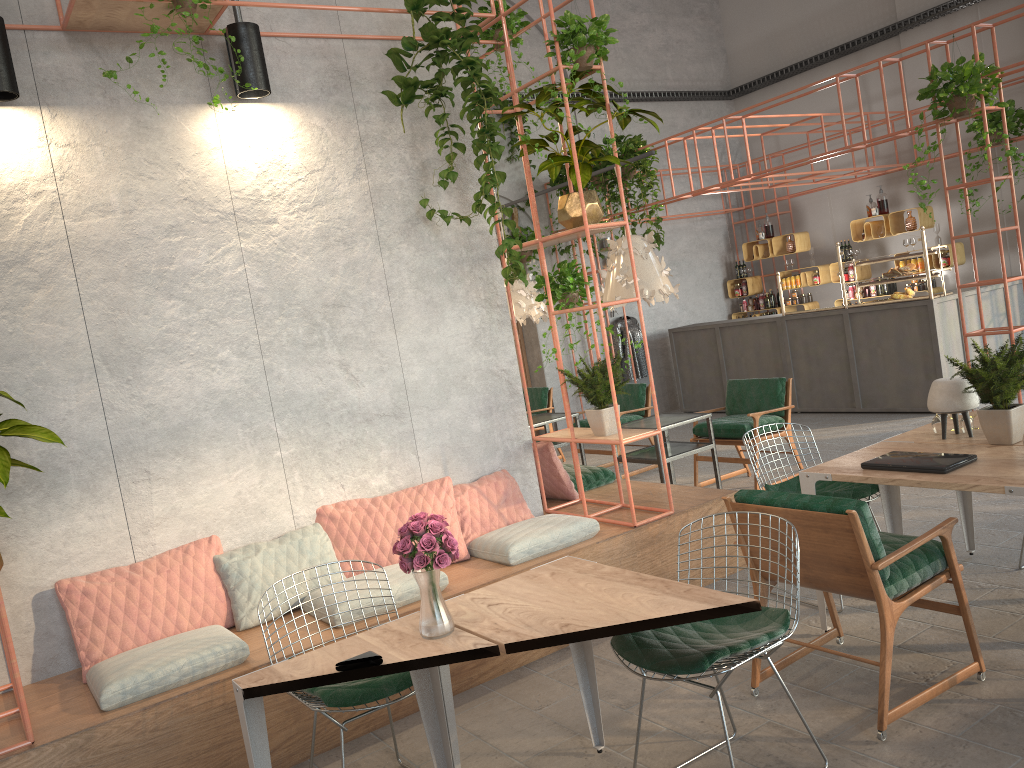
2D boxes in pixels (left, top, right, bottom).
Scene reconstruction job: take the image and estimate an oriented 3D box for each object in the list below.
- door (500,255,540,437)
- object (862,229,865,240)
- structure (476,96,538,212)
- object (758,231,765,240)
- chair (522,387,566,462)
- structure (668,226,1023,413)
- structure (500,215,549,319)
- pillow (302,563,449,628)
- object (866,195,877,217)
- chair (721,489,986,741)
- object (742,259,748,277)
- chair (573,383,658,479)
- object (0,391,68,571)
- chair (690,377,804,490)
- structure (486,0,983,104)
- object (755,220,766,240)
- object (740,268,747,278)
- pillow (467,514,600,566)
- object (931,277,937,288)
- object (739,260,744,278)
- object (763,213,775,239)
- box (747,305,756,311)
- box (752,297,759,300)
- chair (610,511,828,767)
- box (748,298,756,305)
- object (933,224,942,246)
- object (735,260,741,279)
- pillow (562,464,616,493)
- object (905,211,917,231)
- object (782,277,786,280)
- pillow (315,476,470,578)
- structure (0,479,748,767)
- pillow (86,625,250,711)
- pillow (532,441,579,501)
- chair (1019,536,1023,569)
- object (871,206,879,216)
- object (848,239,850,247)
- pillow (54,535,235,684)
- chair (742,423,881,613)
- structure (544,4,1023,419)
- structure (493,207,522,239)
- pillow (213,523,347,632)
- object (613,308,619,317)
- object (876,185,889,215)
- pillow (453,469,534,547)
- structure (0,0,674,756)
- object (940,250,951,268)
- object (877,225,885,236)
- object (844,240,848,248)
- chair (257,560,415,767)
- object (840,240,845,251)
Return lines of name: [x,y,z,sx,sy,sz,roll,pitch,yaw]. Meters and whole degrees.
door: [-0.531,-0.431,12.418,1.360,2.729,0.551,-13,5,-33]
object: [4.795,-2.033,12.017,0.097,0.148,0.097,-13,6,-36]
structure: [-0.527,-2.931,11.514,1.939,1.514,0.856,-13,6,-39]
object: [3.755,-2.233,13.333,0.088,0.123,0.088,-8,5,23]
chair: [0.112,0.542,10.646,0.685,0.930,0.722,-13,5,-33]
structure: [4.450,-0.860,11.809,2.579,2.022,4.057,-13,5,-33]
structure: [0.106,-1.593,12.125,0.950,1.527,0.921,-13,5,-34]
pillow: [-0.713,1.083,4.614,0.637,0.149,0.491,-13,5,-32]
object: [4.844,-2.400,11.947,0.134,0.301,0.134,-14,6,-44]
chair: [1.434,0.859,3.790,0.685,0.917,0.722,-13,5,-33]
object: [3.652,-1.818,13.937,0.066,0.291,0.066,-9,5,7]
chair: [1.055,0.497,9.192,0.685,0.930,0.722,-13,5,-33]
object: [-2.268,0.390,3.512,0.934,0.919,0.903,-7,5,29]
chair: [2.019,0.450,7.708,0.685,0.929,0.722,-13,5,-33]
structure: [1.414,-3.444,3.971,15.603,0.110,15.203,-13,5,-33]
object: [3.799,-2.350,13.557,0.134,0.301,0.134,-14,6,-44]
object: [3.603,-1.723,13.777,0.115,0.147,0.115,-9,5,12]
pillow: [0.123,0.895,5.163,0.637,0.149,0.491,-13,5,-32]
object: [5.441,-1.312,11.464,0.073,0.131,0.073,-14,6,-40]
object: [3.583,-1.803,13.895,0.066,0.291,0.066,-12,5,-26]
object: [3.867,-2.389,13.373,0.134,0.386,0.134,-10,5,1]
box: [3.711,-1.179,13.744,0.058,0.093,0.122,-13,5,-33]
box: [3.794,-1.292,13.797,0.058,0.093,0.122,-13,5,-33]
chair: [0.739,1.018,3.240,0.717,0.941,0.565,-13,6,-36]
box: [3.727,-1.278,13.761,0.058,0.093,0.122,-12,5,-21]
object: [5.387,-1.889,11.231,0.075,0.273,0.075,-14,6,-44]
object: [3.520,-1.788,13.853,0.066,0.291,0.066,-7,5,27]
pillow: [0.405,0.724,6.687,0.491,0.149,0.637,-13,5,-32]
object: [5.145,-2.104,11.445,0.137,0.261,0.137,-9,5,3]
object: [4.037,-1.482,13.139,0.069,0.191,0.069,-9,5,9]
pillow: [-0.699,0.853,5.083,0.839,0.474,0.276,-11,5,-12]
structure: [-1.906,1.405,6.919,4.386,0.500,5.831,-13,5,-33]
pillow: [-1.575,1.276,4.049,0.637,0.149,0.491,-13,5,-32]
pillow: [0.085,0.618,6.355,0.276,0.474,0.839,-14,6,-42]
chair: [3.059,0.498,4.762,0.717,0.941,0.565,-13,6,-36]
object: [4.800,-2.283,11.723,0.088,0.123,0.088,-8,5,23]
object: [4.696,-1.868,12.327,0.066,0.291,0.066,-9,5,7]
pillow: [-1.776,1.090,4.429,0.839,0.474,0.276,-14,6,-42]
chair: [1.731,0.707,4.995,0.565,0.941,0.717,-13,5,-31]
structure: [6.066,-1.593,7.270,4.157,4.247,14.689,-13,5,-33]
structure: [-0.448,-2.104,11.666,1.312,0.505,0.063,-13,5,-33]
pillow: [-1.228,1.019,4.761,0.666,0.385,0.289,-13,6,-37]
object: [1.486,-1.034,12.837,0.093,0.121,0.049,-12,5,-30]
object: [4.911,-2.439,11.764,0.134,0.386,0.134,-14,6,-44]
pillow: [-0.174,0.782,5.452,0.666,0.385,0.289,-13,6,-37]
structure: [-1.099,-0.706,4.491,4.501,4.345,14.096,-13,5,-34]
object: [5.422,-1.563,11.080,0.131,0.207,0.131,-9,5,12]
object: [4.897,-2.024,11.734,0.123,0.142,0.141,-13,5,-33]
object: [4.628,-1.853,12.285,0.066,0.291,0.066,-12,5,-26]
chair: [-0.589,1.228,3.473,0.565,0.941,0.717,-13,5,-31]
object: [4.565,-1.838,12.243,0.066,0.291,0.066,-7,5,27]
